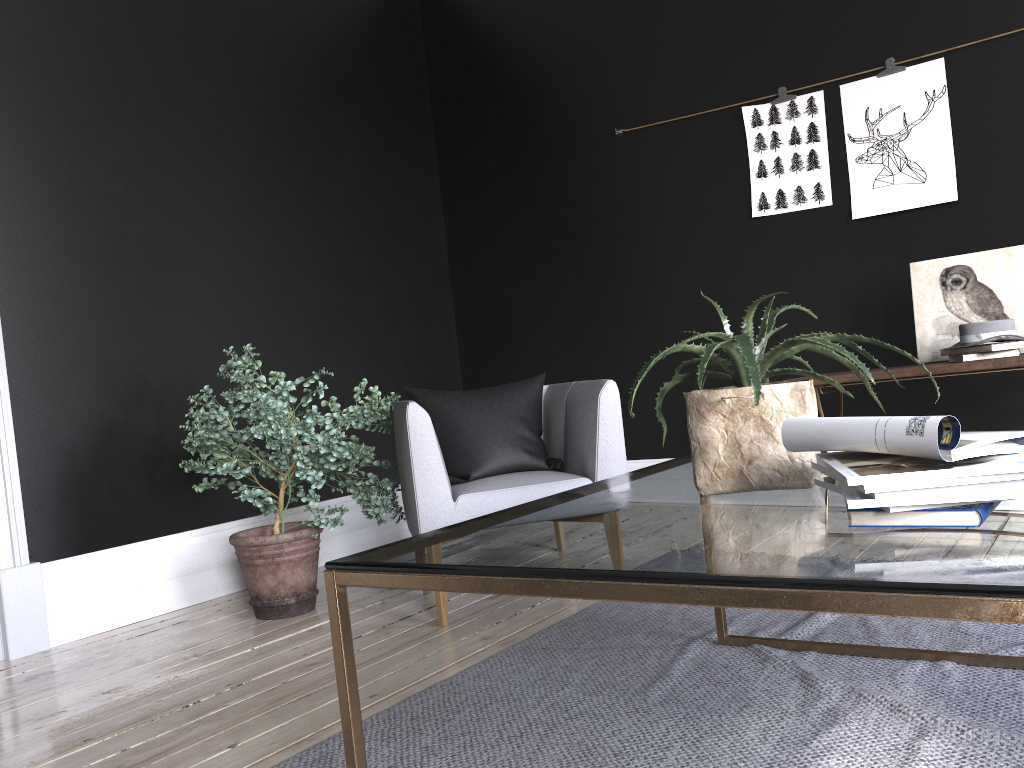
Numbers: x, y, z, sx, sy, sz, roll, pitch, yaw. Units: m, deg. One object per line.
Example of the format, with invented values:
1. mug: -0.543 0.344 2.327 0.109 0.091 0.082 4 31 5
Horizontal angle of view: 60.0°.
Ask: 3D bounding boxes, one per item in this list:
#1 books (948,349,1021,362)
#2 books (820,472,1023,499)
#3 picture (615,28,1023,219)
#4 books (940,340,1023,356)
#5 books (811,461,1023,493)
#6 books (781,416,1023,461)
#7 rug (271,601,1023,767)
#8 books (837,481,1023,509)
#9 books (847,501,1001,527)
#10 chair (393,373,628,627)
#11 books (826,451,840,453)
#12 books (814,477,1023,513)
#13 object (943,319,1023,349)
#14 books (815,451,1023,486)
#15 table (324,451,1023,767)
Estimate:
1. books: 1.865 -0.113 3.514 0.203 0.029 0.268 -6 0 16
2. books: 0.601 0.125 1.260 0.252 0.011 0.318 -6 0 7
3. picture: 2.420 -1.240 3.623 4.461 0.771 0.057 -7 0 36
4. books: 1.859 -0.142 3.484 0.193 0.030 0.289 -6 0 -13
5. books: 0.584 0.116 1.249 0.252 0.011 0.318 -6 0 7
6. books: 0.615 0.089 1.313 0.273 0.109 0.322 -6 0 -19
7. rug: 0.477 0.743 1.707 2.108 0.050 3.640 -7 0 36
8. books: 0.595 0.136 1.246 0.253 0.011 0.318 -6 0 17
9. books: 0.581 0.166 1.230 0.163 0.023 0.231 -7 0 36
10. chair: -0.039 0.399 3.549 0.818 0.863 0.770 -6 0 -14
11. books: 0.828 0.142 2.056 0.193 0.030 0.289 -6 0 20
12. books: 0.613 0.145 1.287 0.252 0.011 0.318 -6 0 2
13. object: 1.848 -0.199 3.449 0.328 0.087 0.258 -6 0 2
14. books: 0.577 0.106 1.243 0.252 0.011 0.318 -6 0 12
15. table: 0.596 0.461 1.653 1.094 0.558 1.447 -6 0 36
